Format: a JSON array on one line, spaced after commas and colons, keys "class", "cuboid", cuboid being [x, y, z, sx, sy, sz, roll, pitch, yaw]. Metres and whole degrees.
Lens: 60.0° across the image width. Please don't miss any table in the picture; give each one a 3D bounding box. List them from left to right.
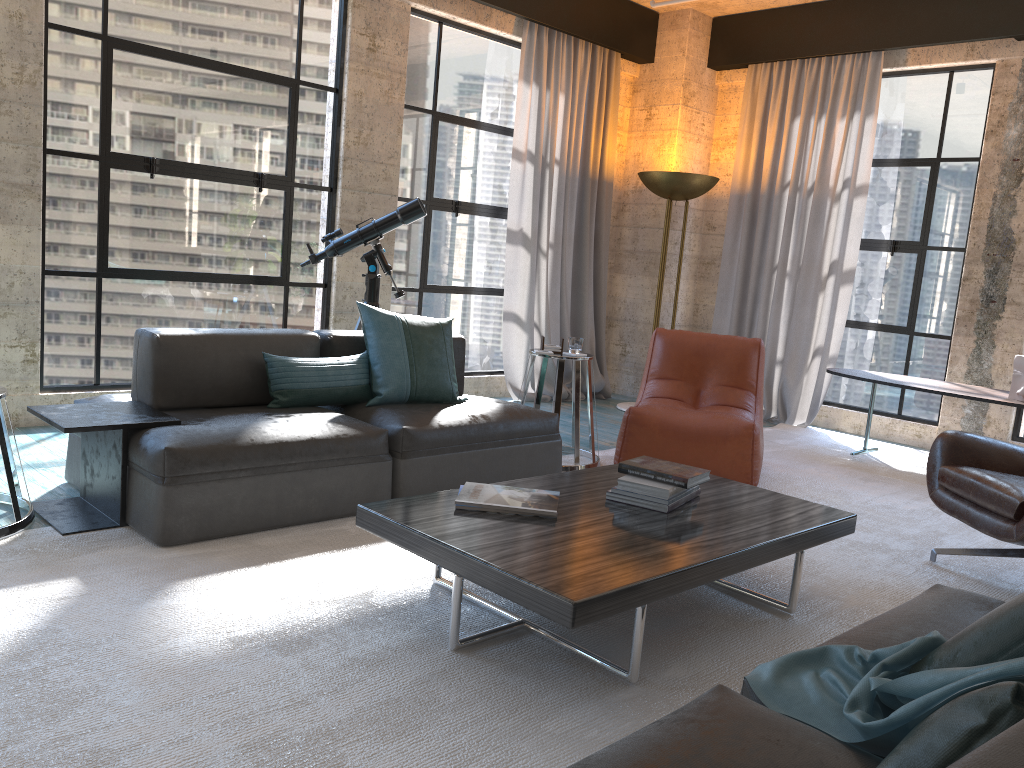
[{"class": "table", "cuboid": [-2.012, 0.254, 3.091, 0.620, 0.472, 0.620, -2, 11, -41]}, {"class": "table", "cuboid": [-1.555, 0.302, 3.371, 0.413, 0.390, 0.420, -3, 11, -44]}, {"class": "table", "cuboid": [0.246, 0.126, 4.921, 0.549, 0.603, 0.549, 9, 9, 24]}, {"class": "table", "cuboid": [0.358, 0.566, 2.943, 1.500, 0.309, 0.900, -3, 11, -44]}, {"class": "table", "cuboid": [2.883, 0.312, 5.509, 2.004, 0.530, 0.715, 13, 11, 43]}]

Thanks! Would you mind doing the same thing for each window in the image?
[{"class": "window", "cuboid": [-1.793, -1.234, 5.178, 1.780, 2.530, 0.081, -3, 11, -44]}, {"class": "window", "cuboid": [-0.186, -1.316, 6.742, 1.780, 2.530, 0.081, -3, 11, -44]}, {"class": "window", "cuboid": [2.597, -1.083, 6.845, 0.081, 2.530, 1.780, -3, 11, -44]}, {"class": "window", "cuboid": [4.151, -0.718, 5.268, 0.081, 2.530, 1.780, -3, 11, -44]}]

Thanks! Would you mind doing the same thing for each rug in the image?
[{"class": "rug", "cuboid": [0.473, 0.687, 3.245, 7.768, 0.032, 2.954, -3, 11, -44]}]

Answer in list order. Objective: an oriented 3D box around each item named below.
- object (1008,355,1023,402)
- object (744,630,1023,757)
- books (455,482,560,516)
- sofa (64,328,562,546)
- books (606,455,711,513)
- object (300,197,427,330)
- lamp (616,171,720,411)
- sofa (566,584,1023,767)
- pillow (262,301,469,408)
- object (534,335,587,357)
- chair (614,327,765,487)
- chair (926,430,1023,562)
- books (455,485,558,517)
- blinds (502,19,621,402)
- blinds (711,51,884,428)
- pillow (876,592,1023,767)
[{"class": "object", "cuboid": [3.010, -0.025, 5.147, 0.154, 0.259, 0.214, -3, 11, -44]}, {"class": "object", "cuboid": [0.783, 0.502, 1.382, 0.444, 0.438, 0.985, 2, 9, -18]}, {"class": "books", "cuboid": [-0.009, 0.368, 2.871, 0.318, 0.011, 0.252, 6, 8, 5]}, {"class": "sofa", "cuboid": [-0.792, 0.113, 4.070, 2.063, 0.680, 1.019, -3, 11, -44]}, {"class": "books", "cuboid": [0.525, 0.343, 3.088, 0.279, 0.116, 0.322, 10, 9, 30]}, {"class": "object", "cuboid": [-0.918, -0.437, 5.329, 0.595, 1.406, 0.617, -3, 11, -43]}, {"class": "lamp", "cuboid": [1.188, -0.685, 6.888, 0.619, 1.822, 0.619, -3, 11, -44]}, {"class": "sofa", "cuboid": [0.720, 0.641, 1.339, 2.063, 0.680, 1.019, -3, 11, -44]}, {"class": "pillow", "cuboid": [-0.662, -0.139, 4.113, 1.042, 0.466, 0.349, 0, 10, -34]}, {"class": "object", "cuboid": [0.265, -0.213, 4.825, 0.287, 0.096, 0.206, 4, 8, -4]}, {"class": "chair", "cuboid": [1.065, 0.102, 5.102, 0.801, 0.759, 0.920, 7, 8, 15]}, {"class": "chair", "cuboid": [2.238, 0.353, 3.389, 0.975, 0.940, 0.820, 4, 8, -5]}, {"class": "books", "cuboid": [-0.017, 0.378, 2.878, 0.318, 0.011, 0.252, 5, 8, 0]}, {"class": "blinds", "cuboid": [0.465, -1.343, 6.925, 1.131, 2.985, 0.384, -3, 11, -44]}, {"class": "blinds", "cuboid": [2.076, -1.183, 6.863, 0.404, 2.986, 1.187, -3, 11, -43]}, {"class": "pillow", "cuboid": [0.758, 0.436, 1.398, 0.670, 0.393, 0.320, -1, 10, -38]}]
